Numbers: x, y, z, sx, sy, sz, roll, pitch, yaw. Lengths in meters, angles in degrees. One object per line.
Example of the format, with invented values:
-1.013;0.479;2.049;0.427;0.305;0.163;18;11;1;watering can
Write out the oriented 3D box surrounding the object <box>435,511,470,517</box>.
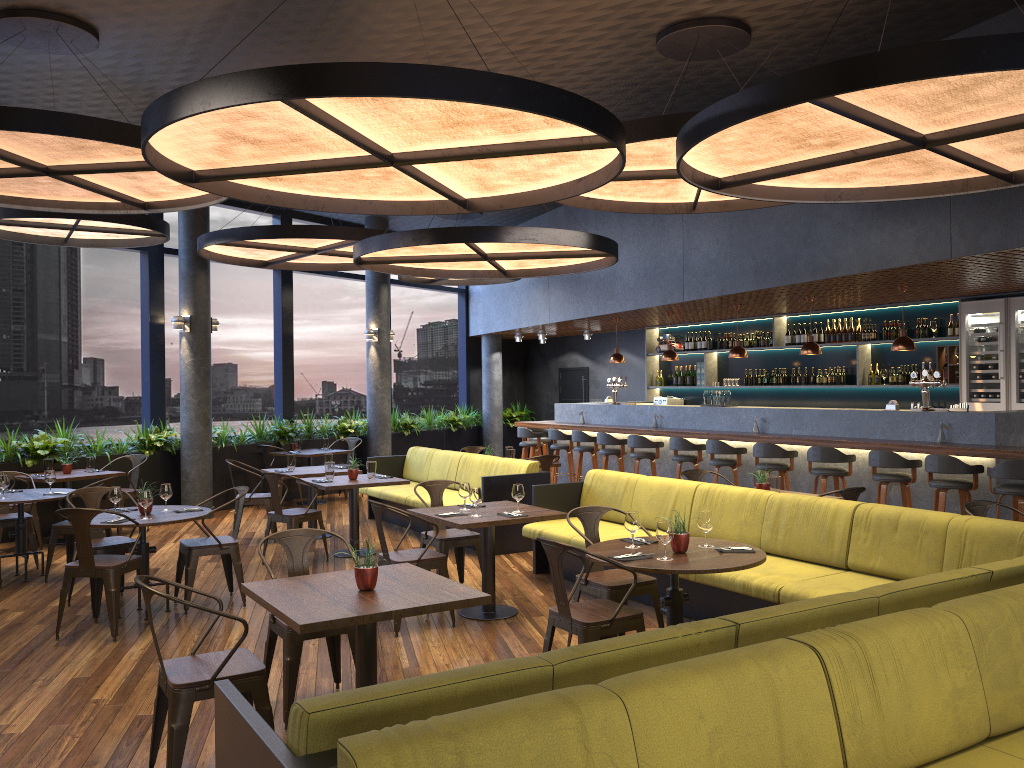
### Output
-0.428;0.956;6.534;0.255;0.019;0.157;-1;0;-31;object

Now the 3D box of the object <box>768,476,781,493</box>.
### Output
2.145;0.845;7.244;0.102;0.178;0.102;-1;0;44;object

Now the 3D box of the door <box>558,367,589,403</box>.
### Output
1.263;0.692;17.886;0.137;2.056;1.012;-1;0;-31;door

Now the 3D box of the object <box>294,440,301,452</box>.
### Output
-3.162;0.911;13.057;0.102;0.178;0.102;-1;0;41;object

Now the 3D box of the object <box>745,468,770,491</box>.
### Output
2.095;0.799;7.408;0.238;0.271;0.260;-1;0;-10;object

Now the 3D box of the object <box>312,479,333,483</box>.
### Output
-1.921;0.972;8.937;0.157;0.019;0.255;-1;0;-32;object

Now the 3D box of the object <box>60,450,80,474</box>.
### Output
-5.053;0.883;10.089;0.260;0.271;0.238;-1;0;-15;object

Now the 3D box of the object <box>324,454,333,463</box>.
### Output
-2.117;0.896;10.232;0.102;0.178;0.102;-1;0;34;object

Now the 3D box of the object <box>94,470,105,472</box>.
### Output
-4.844;1.007;10.320;0.255;0.019;0.157;-1;0;35;object

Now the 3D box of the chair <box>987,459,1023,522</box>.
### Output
4.312;1.149;7.563;0.438;1.048;0.483;-1;0;-39;chair

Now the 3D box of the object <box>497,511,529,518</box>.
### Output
-0.007;0.951;6.493;0.157;0.019;0.255;-1;0;-31;object

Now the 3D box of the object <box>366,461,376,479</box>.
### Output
-1.446;0.887;9.128;0.102;0.178;0.102;-1;0;24;object

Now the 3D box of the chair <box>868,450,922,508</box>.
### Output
3.732;1.157;8.627;0.483;1.048;0.438;-1;0;30;chair

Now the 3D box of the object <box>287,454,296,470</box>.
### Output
-2.541;0.901;10.207;0.102;0.178;0.102;-1;0;34;object

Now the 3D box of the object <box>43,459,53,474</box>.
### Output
-5.204;0.931;9.954;0.102;0.178;0.102;-1;0;41;object

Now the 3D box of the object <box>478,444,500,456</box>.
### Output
-0.285;0.830;10.678;0.238;0.271;0.260;-1;0;-26;object

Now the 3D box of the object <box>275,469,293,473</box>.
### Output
-2.592;0.981;10.041;0.157;0.019;0.255;-1;0;-32;object

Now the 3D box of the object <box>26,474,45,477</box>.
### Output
-5.252;1.011;9.795;0.255;0.019;0.157;-1;0;35;object

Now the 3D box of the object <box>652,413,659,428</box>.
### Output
1.996;0.502;12.314;0.114;0.203;0.069;-1;0;19;object

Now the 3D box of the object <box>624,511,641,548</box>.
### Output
0.703;0.848;5.172;0.097;0.206;0.097;-1;0;-6;object

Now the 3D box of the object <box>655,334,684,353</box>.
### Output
2.690;-0.696;15.209;0.229;0.319;0.579;-1;0;-31;object

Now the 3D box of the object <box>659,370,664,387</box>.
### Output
2.593;-0.097;15.404;0.079;0.281;0.079;-1;0;-28;object

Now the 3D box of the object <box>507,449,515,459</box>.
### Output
-0.011;0.873;10.641;0.102;0.178;0.102;-1;0;44;object

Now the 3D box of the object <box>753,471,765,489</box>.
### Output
2.126;0.846;7.631;0.102;0.178;0.102;-1;0;4;object

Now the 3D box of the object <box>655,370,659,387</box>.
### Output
2.543;-0.096;15.480;0.079;0.281;0.079;-1;0;-13;object

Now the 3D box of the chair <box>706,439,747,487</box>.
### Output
2.523;1.172;10.488;0.438;1.048;0.483;-1;0;-3;chair

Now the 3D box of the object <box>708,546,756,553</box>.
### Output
1.243;0.936;5.037;0.255;0.019;0.157;-1;0;1;object

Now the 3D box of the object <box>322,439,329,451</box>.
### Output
-2.784;0.907;13.249;0.102;0.178;0.102;-1;0;-39;object

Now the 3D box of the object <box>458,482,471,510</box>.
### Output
-0.362;0.862;6.807;0.097;0.206;0.097;-1;0;-40;object

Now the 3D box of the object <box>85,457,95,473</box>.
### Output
-4.825;0.927;10.147;0.102;0.178;0.102;-1;0;-39;object

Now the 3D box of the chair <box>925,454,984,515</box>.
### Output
3.998;1.153;8.061;0.438;1.048;0.483;-1;0;-3;chair

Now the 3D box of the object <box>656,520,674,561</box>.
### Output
0.828;0.846;4.808;0.097;0.206;0.097;-1;0;7;object

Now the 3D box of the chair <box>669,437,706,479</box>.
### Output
2.215;1.176;11.101;0.483;1.048;0.438;-1;0;30;chair

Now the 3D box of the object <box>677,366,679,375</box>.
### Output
2.807;-0.131;15.076;0.094;0.340;0.094;-1;0;5;object

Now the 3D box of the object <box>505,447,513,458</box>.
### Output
-0.036;0.874;11.064;0.102;0.178;0.102;-1;0;4;object

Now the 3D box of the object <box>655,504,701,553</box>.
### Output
0.949;0.810;5.002;0.238;0.271;0.260;-1;0;-10;object

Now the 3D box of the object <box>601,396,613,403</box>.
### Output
1.843;0.254;15.027;0.766;0.106;0.200;-1;0;-31;object

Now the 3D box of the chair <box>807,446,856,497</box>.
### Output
3.324;1.162;9.288;0.438;1.048;0.483;-1;0;-17;chair

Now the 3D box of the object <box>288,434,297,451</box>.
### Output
-3.293;0.866;13.339;0.260;0.271;0.238;-1;0;-30;object

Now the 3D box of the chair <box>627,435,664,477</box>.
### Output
1.743;1.182;11.655;0.438;1.048;0.483;-1;0;-12;chair

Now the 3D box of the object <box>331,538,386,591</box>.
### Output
-0.693;0.827;4.169;0.260;0.271;0.238;-1;0;4;object

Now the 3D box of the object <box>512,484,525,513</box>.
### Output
0.046;0.857;6.659;0.097;0.206;0.097;-1;0;-40;object

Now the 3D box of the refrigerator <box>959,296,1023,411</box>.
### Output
5.745;0.079;10.086;0.454;2.109;1.159;-1;0;-31;refrigerator

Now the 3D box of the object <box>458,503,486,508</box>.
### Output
-0.307;0.955;6.973;0.157;0.019;0.255;-1;0;-31;object

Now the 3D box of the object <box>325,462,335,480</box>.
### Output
-1.870;0.892;9.103;0.102;0.178;0.102;-1;0;-26;object

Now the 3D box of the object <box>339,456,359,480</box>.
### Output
-1.619;0.843;9.087;0.238;0.271;0.260;-1;0;8;object

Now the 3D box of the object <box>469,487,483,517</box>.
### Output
-0.263;0.860;6.479;0.097;0.206;0.097;-1;0;-31;object

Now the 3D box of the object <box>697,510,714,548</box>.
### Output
1.130;0.843;5.171;0.097;0.206;0.097;-1;0;10;object

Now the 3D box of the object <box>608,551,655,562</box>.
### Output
0.666;0.942;4.868;0.255;0.019;0.157;-1;0;-29;object

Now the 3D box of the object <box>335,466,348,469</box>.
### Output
-2.007;0.975;10.358;0.157;0.019;0.255;-1;0;-32;object

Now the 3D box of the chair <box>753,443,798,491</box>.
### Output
2.939;1.167;9.880;0.483;1.048;0.438;-1;0;19;chair

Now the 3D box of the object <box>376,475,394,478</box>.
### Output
-1.337;0.966;9.254;0.157;0.019;0.255;-1;0;-32;object

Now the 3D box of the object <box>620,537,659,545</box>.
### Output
0.777;0.941;5.330;0.157;0.019;0.255;-1;0;-25;object

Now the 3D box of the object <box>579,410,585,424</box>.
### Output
1.084;0.513;13.792;0.114;0.203;0.069;-1;0;16;object
